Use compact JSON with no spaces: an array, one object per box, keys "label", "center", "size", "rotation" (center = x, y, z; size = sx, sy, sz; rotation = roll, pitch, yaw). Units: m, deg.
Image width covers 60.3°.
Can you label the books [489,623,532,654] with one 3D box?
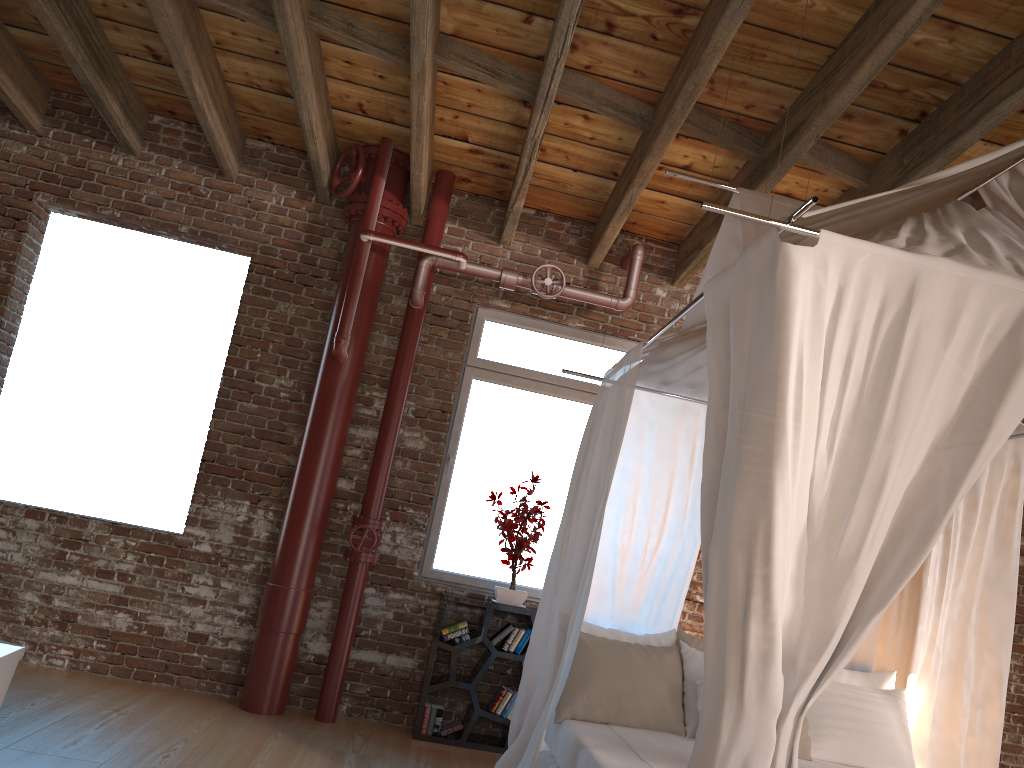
[{"label":"books","center":[-0.008,1.522,5.292],"size":[0.243,0.164,0.135],"rotation":[12,-8,-7]}]

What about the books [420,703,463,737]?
[{"label":"books","center":[-0.405,1.986,5.191],"size":[0.248,0.158,0.135],"rotation":[12,-8,-7]}]

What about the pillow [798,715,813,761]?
[{"label":"pillow","center":[1.231,1.569,4.024],"size":[0.288,0.232,0.164],"rotation":[13,-8,-8]}]

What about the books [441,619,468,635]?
[{"label":"books","center":[-0.343,1.446,5.248],"size":[0.153,0.108,0.136],"rotation":[12,-9,-6]}]

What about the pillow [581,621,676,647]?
[{"label":"pillow","center":[0.492,1.382,4.265],"size":[0.630,0.488,0.201],"rotation":[12,-7,-7]}]

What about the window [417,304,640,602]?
[{"label":"window","center":[0.197,0.487,5.735],"size":[1.340,1.833,0.170],"rotation":[12,-7,-7]}]

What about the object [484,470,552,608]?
[{"label":"object","center":[0.012,0.926,5.404],"size":[0.416,0.833,0.400],"rotation":[13,-8,-10]}]

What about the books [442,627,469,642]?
[{"label":"books","center":[-0.337,1.484,5.245],"size":[0.153,0.108,0.136],"rotation":[12,-9,-6]}]

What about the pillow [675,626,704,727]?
[{"label":"pillow","center":[1.058,1.492,4.351],"size":[0.630,0.490,0.211],"rotation":[12,-7,-7]}]

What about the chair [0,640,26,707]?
[{"label":"chair","center":[-2.028,1.101,2.946],"size":[0.639,0.486,0.521],"rotation":[19,-12,-41]}]

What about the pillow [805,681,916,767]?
[{"label":"pillow","center":[1.648,1.635,4.229],"size":[0.626,0.429,0.297],"rotation":[12,-8,-6]}]

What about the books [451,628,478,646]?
[{"label":"books","center":[-0.284,1.508,5.251],"size":[0.156,0.113,0.136],"rotation":[12,-9,-6]}]

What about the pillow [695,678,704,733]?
[{"label":"pillow","center":[1.005,1.488,3.961],"size":[0.381,0.288,0.219],"rotation":[11,-8,2]}]

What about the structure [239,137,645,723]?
[{"label":"structure","center":[-0.420,0.337,5.275],"size":[1.992,3.434,0.583],"rotation":[12,-7,-8]}]

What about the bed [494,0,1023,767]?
[{"label":"bed","center":[1.414,0.139,3.461],"size":[2.487,3.848,2.705],"rotation":[12,-8,-5]}]

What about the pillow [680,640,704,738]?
[{"label":"pillow","center":[1.080,1.473,4.149],"size":[0.610,0.400,0.353],"rotation":[13,-9,-9]}]

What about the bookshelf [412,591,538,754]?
[{"label":"bookshelf","center":[-0.094,1.754,5.330],"size":[0.852,0.838,0.296],"rotation":[12,-7,-7]}]

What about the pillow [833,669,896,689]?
[{"label":"pillow","center":[1.636,1.625,4.427],"size":[0.629,0.494,0.210],"rotation":[12,-7,-7]}]

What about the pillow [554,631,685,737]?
[{"label":"pillow","center":[0.505,1.383,4.068],"size":[0.612,0.411,0.362],"rotation":[13,-9,-9]}]

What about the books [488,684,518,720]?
[{"label":"books","center":[-0.032,1.898,5.256],"size":[0.202,0.179,0.135],"rotation":[12,-8,-6]}]
